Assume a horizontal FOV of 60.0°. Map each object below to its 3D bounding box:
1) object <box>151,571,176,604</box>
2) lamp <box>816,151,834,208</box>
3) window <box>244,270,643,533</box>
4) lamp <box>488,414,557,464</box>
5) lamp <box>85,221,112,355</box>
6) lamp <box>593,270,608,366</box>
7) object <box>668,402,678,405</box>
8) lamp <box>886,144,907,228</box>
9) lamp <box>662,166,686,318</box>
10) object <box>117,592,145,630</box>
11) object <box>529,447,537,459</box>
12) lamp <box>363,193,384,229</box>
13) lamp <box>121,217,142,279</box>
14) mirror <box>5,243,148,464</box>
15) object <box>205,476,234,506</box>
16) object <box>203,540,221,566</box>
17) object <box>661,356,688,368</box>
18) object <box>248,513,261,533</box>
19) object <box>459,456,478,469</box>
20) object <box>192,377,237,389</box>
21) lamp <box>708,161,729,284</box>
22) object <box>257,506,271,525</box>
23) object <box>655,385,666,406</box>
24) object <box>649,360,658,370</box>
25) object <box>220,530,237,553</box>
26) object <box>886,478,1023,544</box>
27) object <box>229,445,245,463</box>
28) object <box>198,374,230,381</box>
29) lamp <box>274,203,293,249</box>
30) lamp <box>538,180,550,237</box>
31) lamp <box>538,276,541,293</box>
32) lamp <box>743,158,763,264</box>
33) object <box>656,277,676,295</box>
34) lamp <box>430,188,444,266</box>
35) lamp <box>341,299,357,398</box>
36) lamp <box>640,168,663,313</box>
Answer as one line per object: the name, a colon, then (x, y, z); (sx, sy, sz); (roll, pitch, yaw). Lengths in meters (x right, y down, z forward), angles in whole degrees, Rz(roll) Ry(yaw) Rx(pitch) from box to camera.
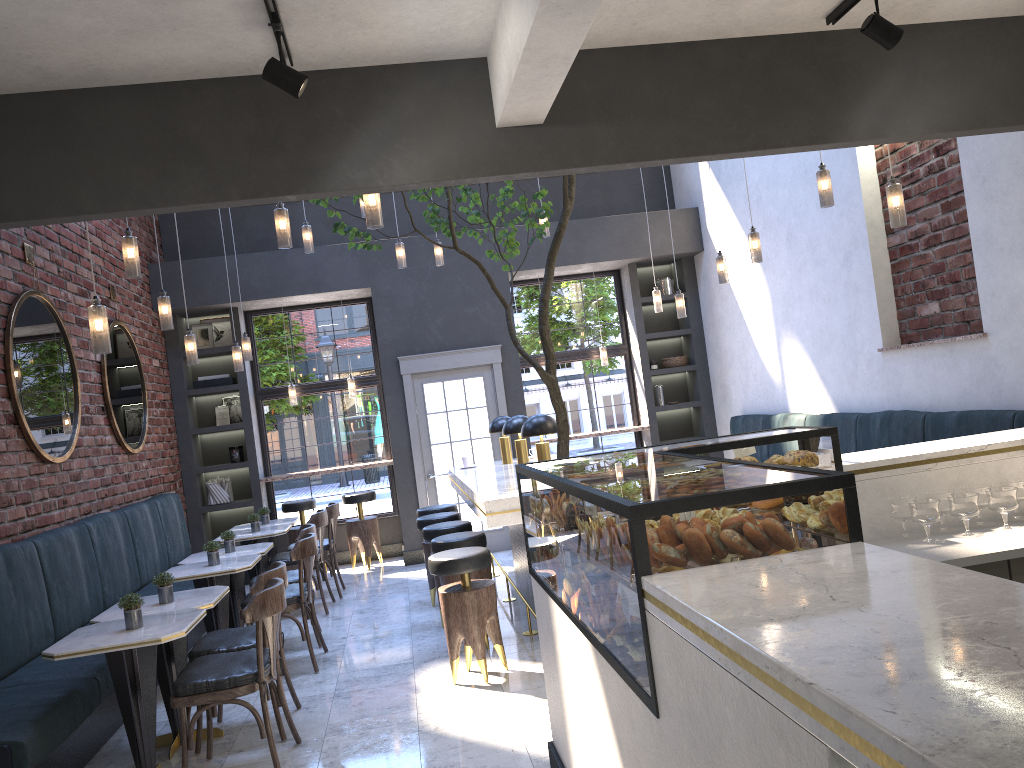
object: (-1.833, 1.072, 4.679); (0.118, 0.165, 0.123); (-7, -1, -30)
lamp: (1.635, -3.103, 5.375); (0.078, 4.104, 0.078); (-7, -1, -23)
window: (-0.110, -1.481, 4.292); (6.404, 5.363, 12.714); (-7, -1, -8)
lamp: (-0.271, -1.036, 3.017); (4.181, 3.256, 8.840); (-7, -1, -24)
lamp: (-2.141, -2.174, 4.091); (0.078, 4.104, 0.078); (-7, -1, -23)
lamp: (0.996, -0.922, 10.376); (0.078, 1.429, 0.078); (-8, -1, 22)
object: (1.886, 0.227, 10.377); (0.130, 0.026, 0.130); (-7, -2, -25)
lamp: (1.762, -2.860, 4.678); (0.078, 4.104, 0.078); (-7, -1, -23)
lamp: (1.305, -2.647, 8.222); (0.078, 4.104, 0.078); (-7, -1, -23)
object: (-1.757, 1.048, 4.102); (0.118, 0.165, 0.123); (-7, -1, -30)
object: (0.196, 0.622, 8.016); (0.175, 0.097, 0.301); (-7, -1, -17)
lamp: (-0.920, -2.783, 4.271); (0.078, 4.104, 0.078); (-8, -1, 22)
lamp: (-2.290, -2.604, 4.777); (0.078, 4.104, 0.078); (-7, -1, -23)
mirror: (-3.204, -0.207, 6.082); (0.036, 1.510, 4.775); (-7, -1, -8)
object: (-3.218, 1.156, 9.748); (0.250, 0.323, 0.241); (-7, -1, -8)
object: (-1.994, 1.124, 5.907); (0.118, 0.165, 0.123); (-7, -1, -30)
object: (1.927, -0.256, 10.496); (0.305, 0.123, 0.305); (-8, -1, 13)
object: (-2.225, 1.198, 7.670); (0.118, 0.165, 0.123); (-7, -1, -30)
object: (-0.395, 0.696, 7.904); (0.176, 0.098, 0.204); (-7, -1, -2)
object: (-3.273, -0.005, 9.772); (0.412, 0.084, 0.287); (-7, -1, -8)
lamp: (1.431, -2.838, 7.124); (0.078, 4.104, 0.078); (-8, -1, 45)
object: (-2.301, 1.223, 8.247); (0.118, 0.165, 0.123); (-7, -1, -30)
object: (1.735, 0.135, 10.388); (0.098, 0.248, 0.098); (-8, -1, 32)
object: (1.659, -0.220, 10.435); (0.116, 0.119, 0.117); (-7, -1, -31)
object: (-2.070, 1.148, 6.484); (0.118, 0.165, 0.123); (-7, -1, -30)
object: (1.725, 0.472, 3.325); (0.575, 0.147, 0.256); (-7, -1, -8)
object: (-3.033, 0.775, 9.770); (0.152, 0.181, 0.152); (-8, -1, 30)
object: (-3.287, -0.065, 9.784); (0.327, 0.039, 0.227); (-7, -1, -18)
lamp: (-1.552, -2.809, 5.063); (0.078, 4.104, 0.078); (-8, -1, 22)
lamp: (0.040, -3.380, 8.122); (0.078, 4.104, 0.078); (-7, -1, -23)
lamp: (0.351, -0.840, 10.288); (0.078, 1.429, 0.078); (-8, -1, 45)
lamp: (1.512, -2.914, 6.458); (0.078, 4.104, 0.078); (-8, -1, 45)
object: (1.830, -1.146, 10.526); (0.214, 0.215, 0.213); (-7, -1, 2)
lamp: (-0.956, -3.176, 8.563); (0.078, 4.104, 0.078); (-7, -1, -23)
lamp: (-1.878, -0.556, 9.987); (0.078, 1.429, 0.078); (-8, -1, 45)
lamp: (1.202, -2.752, 8.883); (0.078, 4.104, 0.078); (-7, -1, -23)
